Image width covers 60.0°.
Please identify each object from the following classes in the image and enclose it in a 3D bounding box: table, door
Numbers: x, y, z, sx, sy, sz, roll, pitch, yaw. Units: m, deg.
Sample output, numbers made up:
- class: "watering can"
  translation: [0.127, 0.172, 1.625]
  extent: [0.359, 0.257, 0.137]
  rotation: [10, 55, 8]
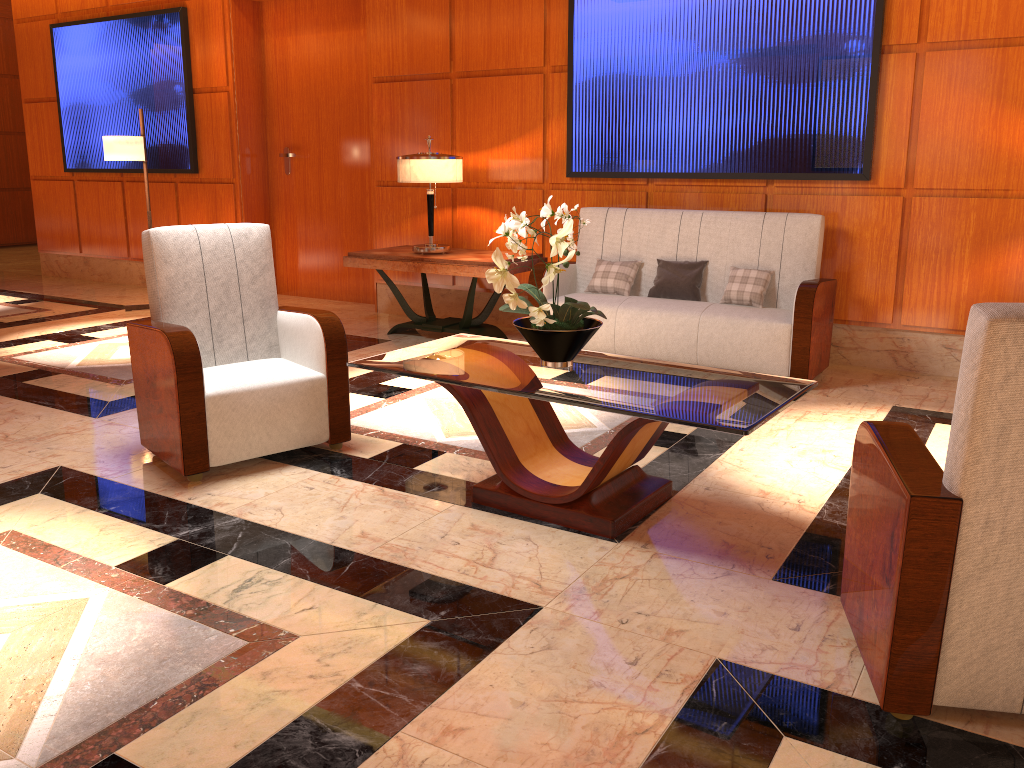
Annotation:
- class: "table"
  translation: [0.219, 0.194, 3.261]
  extent: [1.564, 0.492, 0.726]
  rotation: [9, 16, 33]
- class: "table"
  translation: [-0.476, -0.634, 6.338]
  extent: [1.273, 0.602, 0.730]
  rotation: [8, 16, 31]
- class: "door"
  translation: [-1.701, -2.019, 7.697]
  extent: [1.541, 2.630, 0.342]
  rotation: [8, 14, 31]

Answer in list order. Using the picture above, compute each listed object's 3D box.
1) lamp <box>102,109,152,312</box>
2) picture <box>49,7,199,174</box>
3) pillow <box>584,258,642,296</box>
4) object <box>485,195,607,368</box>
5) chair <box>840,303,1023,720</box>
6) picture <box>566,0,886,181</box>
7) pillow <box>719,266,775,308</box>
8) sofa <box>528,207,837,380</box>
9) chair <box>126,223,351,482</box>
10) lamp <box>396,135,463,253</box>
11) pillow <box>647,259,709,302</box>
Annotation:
- class: "lamp"
  translation: [-3.059, -1.420, 7.319]
  extent: [0.360, 1.647, 0.530]
  rotation: [5, 13, 21]
- class: "picture"
  translation: [-3.763, -2.772, 8.529]
  extent: [2.001, 1.440, 0.057]
  rotation: [8, 14, 31]
- class: "pillow"
  translation: [0.652, -0.693, 5.749]
  extent: [0.345, 0.225, 0.196]
  rotation: [10, 16, 35]
- class: "object"
  translation: [0.147, -0.373, 3.254]
  extent: [0.417, 0.612, 0.795]
  rotation: [2, 13, 8]
- class: "chair"
  translation: [1.219, 0.257, 2.015]
  extent: [0.738, 0.953, 0.634]
  rotation: [2, 13, 10]
- class: "picture"
  translation: [1.245, -2.024, 5.551]
  extent: [2.001, 1.440, 0.057]
  rotation: [8, 14, 31]
- class: "pillow"
  translation: [1.403, -0.574, 5.296]
  extent: [0.274, 0.228, 0.203]
  rotation: [9, 15, 33]
- class: "sofa"
  translation: [1.019, -0.598, 5.490]
  extent: [1.803, 0.925, 0.616]
  rotation: [8, 15, 31]
- class: "chair"
  translation: [-1.175, -0.186, 3.780]
  extent: [0.740, 0.953, 0.632]
  rotation: [-10, 16, -39]
- class: "lamp"
  translation: [-0.569, -1.323, 6.168]
  extent: [0.458, 0.787, 0.462]
  rotation: [-1, 13, -7]
- class: "pillow"
  translation: [1.039, -0.652, 5.550]
  extent: [0.358, 0.251, 0.161]
  rotation: [7, 14, 27]
